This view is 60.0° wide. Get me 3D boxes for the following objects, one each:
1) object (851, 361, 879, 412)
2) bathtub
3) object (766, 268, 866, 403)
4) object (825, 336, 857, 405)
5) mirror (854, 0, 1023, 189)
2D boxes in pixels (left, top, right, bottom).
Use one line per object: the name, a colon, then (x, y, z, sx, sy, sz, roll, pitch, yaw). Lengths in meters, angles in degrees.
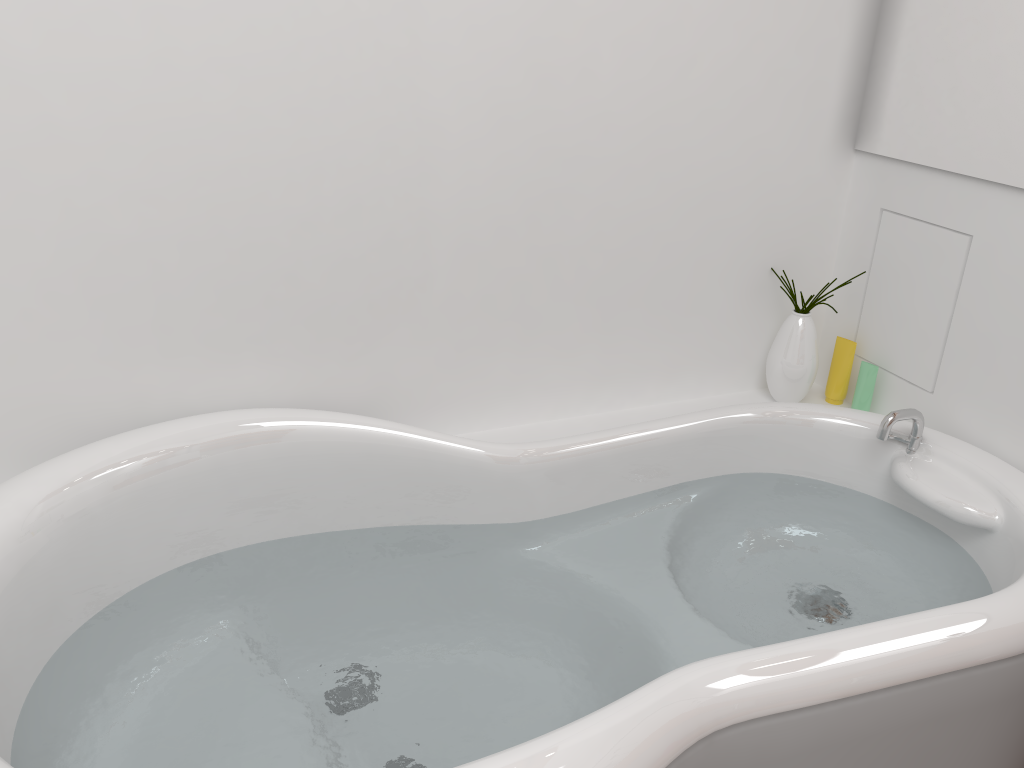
object: (0.779, 0.017, 1.962, 0.038, 0.133, 0.038, 7, 24, 9)
bathtub: (0.071, 0.461, 1.464, 1.863, 0.674, 1.055, -8, 26, -21)
object: (0.645, -0.099, 1.967, 0.215, 0.326, 0.154, 5, 24, 7)
object: (0.749, -0.026, 2.024, 0.047, 0.162, 0.047, 4, 24, 3)
mirror: (1.257, -0.424, 0.685, 0.022, 0.887, 2.600, -8, 26, -21)
